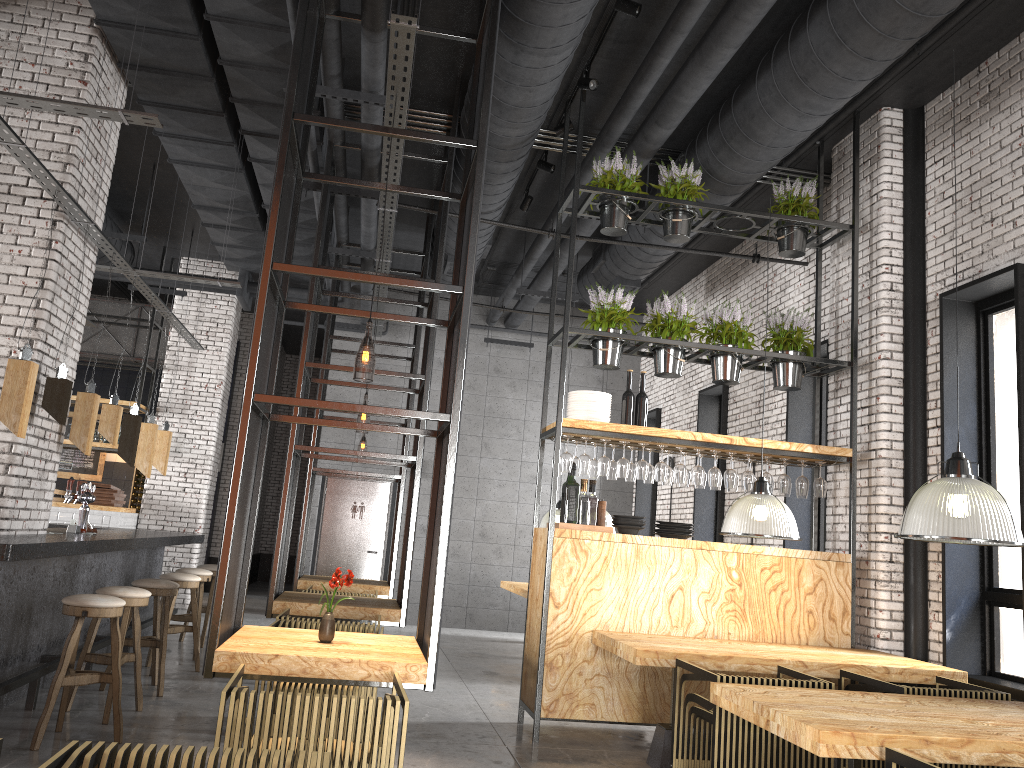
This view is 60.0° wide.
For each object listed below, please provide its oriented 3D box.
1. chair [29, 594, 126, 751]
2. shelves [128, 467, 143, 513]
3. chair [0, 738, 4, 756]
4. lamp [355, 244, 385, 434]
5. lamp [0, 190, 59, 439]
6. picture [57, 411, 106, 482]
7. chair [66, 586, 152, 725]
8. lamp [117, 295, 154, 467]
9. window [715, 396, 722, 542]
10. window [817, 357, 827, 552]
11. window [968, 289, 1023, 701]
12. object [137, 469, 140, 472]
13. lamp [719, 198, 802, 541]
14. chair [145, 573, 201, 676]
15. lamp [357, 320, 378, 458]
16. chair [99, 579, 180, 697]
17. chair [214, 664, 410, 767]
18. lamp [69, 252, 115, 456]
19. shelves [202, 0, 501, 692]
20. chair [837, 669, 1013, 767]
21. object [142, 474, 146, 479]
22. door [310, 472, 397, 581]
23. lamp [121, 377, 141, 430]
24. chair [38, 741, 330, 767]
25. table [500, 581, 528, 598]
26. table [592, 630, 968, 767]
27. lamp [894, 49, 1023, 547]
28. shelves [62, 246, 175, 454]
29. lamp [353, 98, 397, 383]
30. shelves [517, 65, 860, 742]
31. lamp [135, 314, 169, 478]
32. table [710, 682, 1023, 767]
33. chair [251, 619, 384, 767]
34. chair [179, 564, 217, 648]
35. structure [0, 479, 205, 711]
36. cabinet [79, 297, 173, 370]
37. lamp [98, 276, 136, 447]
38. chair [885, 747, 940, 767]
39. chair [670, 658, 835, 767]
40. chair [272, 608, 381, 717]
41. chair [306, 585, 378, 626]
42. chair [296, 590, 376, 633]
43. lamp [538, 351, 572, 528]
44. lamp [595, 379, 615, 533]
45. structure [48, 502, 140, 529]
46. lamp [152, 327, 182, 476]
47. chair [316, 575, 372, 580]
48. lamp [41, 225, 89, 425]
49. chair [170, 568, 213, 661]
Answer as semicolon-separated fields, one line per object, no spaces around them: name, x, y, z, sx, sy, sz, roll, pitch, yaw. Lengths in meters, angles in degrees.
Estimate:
chair;-2.468;1.624;5.115;0.479;0.809;0.438;12;-13;-34
shelves;-5.979;1.856;15.074;0.889;2.156;0.250;7;-11;-8
chair;-1.572;1.162;1.800;0.657;0.733;0.636;6;-11;-8
lamp;-1.120;-0.399;7.166;0.108;1.605;0.108;-4;-14;37
lamp;-2.858;-0.453;5.304;0.127;1.553;0.127;7;-11;-9
picture;-7.451;1.059;15.190;0.980;1.146;0.020;6;-11;-8
chair;-2.575;1.718;5.704;0.480;0.809;0.437;9;-11;-20
lamp;-3.290;-0.045;7.829;0.127;1.553;0.127;7;-11;-9
window;2.528;1.402;10.548;0.365;2.709;0.746;7;-11;-9
window;2.927;1.025;8.219;0.365;2.709;0.746;7;-11;-9
window;3.323;0.652;5.910;0.365;2.709;0.746;7;-11;-9
object;-6.311;1.455;15.040;0.079;0.079;0.282;6;-10;-9
lamp;1.751;-0.161;6.132;0.536;2.415;0.534;-1;-12;27
chair;-2.809;2.014;7.497;0.438;0.809;0.479;9;-11;-20
lamp;-1.555;0.011;9.704;0.108;1.605;0.108;0;-12;23
chair;-2.688;1.862;6.575;0.438;0.809;0.479;-4;-14;39
chair;-0.775;1.501;3.341;0.656;0.733;0.636;7;-11;-10
lamp;-3.074;-0.249;6.567;0.127;1.553;0.127;7;-11;-9
shelves;-1.149;-0.364;7.183;1.003;4.383;6.127;7;-10;-9
chair;2.311;2.061;5.017;0.656;0.733;0.636;7;-11;-10
object;-6.228;1.569;15.037;0.079;0.079;0.282;6;-10;-9
door;-2.335;2.355;12.928;1.119;2.111;0.158;7;-11;-8
lamp;-6.461;0.343;15.157;0.390;0.941;0.389;6;-11;-6
chair;-0.774;1.253;1.934;0.657;0.733;0.636;7;-11;-9
table;0.649;2.820;10.232;1.000;0.766;4.121;6;-10;-9
table;1.649;2.108;5.708;2.115;0.766;0.997;6;-10;-9
lamp;2.088;-0.479;4.167;0.536;2.415;0.534;-1;-12;27
shelves;-7.881;-0.833;12.219;5.675;3.078;0.595;6;-11;-8
lamp;-0.693;-0.802;4.676;0.108;1.605;0.108;13;-14;-36
shelves;1.441;0.132;6.944;2.332;5.038;0.687;7;-11;-8
lamp;-3.401;0.087;8.455;0.127;1.613;0.127;7;-11;-9
table;2.000;1.777;3.658;2.115;0.766;0.997;6;-10;-9
chair;-1.105;1.782;5.091;0.657;0.733;0.636;6;-11;-6
chair;-3.110;2.295;9.234;0.438;0.809;0.480;14;-14;-39
structure;-5.186;1.378;6.967;4.309;1.539;5.857;6;-10;-9
cabinet;-8.166;-0.626;14.482;5.861;1.775;0.680;6;-11;-8
lamp;-3.177;-0.209;7.210;0.127;1.425;0.127;7;-11;-9
chair;1.640;1.604;2.752;0.656;0.733;0.636;7;-11;-10
chair;1.291;1.943;4.844;0.657;0.733;0.636;6;-11;-8
chair;-1.233;1.903;5.841;0.657;0.733;0.636;6;-11;-7
chair;-1.634;2.312;8.356;0.657;0.733;0.636;6;-11;-8
chair;-1.530;2.193;7.631;0.657;0.733;0.636;7;-11;-9
lamp;0.697;0.719;11.639;0.536;2.415;0.535;-2;-13;32
lamp;0.984;0.449;9.965;0.536;2.415;0.534;-1;-12;27
structure;-8.070;2.049;11.590;5.798;1.351;1.506;6;-11;-9
lamp;-3.507;0.159;9.091;0.127;1.553;0.127;7;-11;-9
chair;-1.952;2.591;10.094;0.657;0.733;0.636;7;-11;-9
lamp;-2.960;-0.425;5.950;0.127;1.400;0.127;7;-11;-9
chair;-3.096;2.140;8.348;0.438;0.809;0.479;7;-11;-10
